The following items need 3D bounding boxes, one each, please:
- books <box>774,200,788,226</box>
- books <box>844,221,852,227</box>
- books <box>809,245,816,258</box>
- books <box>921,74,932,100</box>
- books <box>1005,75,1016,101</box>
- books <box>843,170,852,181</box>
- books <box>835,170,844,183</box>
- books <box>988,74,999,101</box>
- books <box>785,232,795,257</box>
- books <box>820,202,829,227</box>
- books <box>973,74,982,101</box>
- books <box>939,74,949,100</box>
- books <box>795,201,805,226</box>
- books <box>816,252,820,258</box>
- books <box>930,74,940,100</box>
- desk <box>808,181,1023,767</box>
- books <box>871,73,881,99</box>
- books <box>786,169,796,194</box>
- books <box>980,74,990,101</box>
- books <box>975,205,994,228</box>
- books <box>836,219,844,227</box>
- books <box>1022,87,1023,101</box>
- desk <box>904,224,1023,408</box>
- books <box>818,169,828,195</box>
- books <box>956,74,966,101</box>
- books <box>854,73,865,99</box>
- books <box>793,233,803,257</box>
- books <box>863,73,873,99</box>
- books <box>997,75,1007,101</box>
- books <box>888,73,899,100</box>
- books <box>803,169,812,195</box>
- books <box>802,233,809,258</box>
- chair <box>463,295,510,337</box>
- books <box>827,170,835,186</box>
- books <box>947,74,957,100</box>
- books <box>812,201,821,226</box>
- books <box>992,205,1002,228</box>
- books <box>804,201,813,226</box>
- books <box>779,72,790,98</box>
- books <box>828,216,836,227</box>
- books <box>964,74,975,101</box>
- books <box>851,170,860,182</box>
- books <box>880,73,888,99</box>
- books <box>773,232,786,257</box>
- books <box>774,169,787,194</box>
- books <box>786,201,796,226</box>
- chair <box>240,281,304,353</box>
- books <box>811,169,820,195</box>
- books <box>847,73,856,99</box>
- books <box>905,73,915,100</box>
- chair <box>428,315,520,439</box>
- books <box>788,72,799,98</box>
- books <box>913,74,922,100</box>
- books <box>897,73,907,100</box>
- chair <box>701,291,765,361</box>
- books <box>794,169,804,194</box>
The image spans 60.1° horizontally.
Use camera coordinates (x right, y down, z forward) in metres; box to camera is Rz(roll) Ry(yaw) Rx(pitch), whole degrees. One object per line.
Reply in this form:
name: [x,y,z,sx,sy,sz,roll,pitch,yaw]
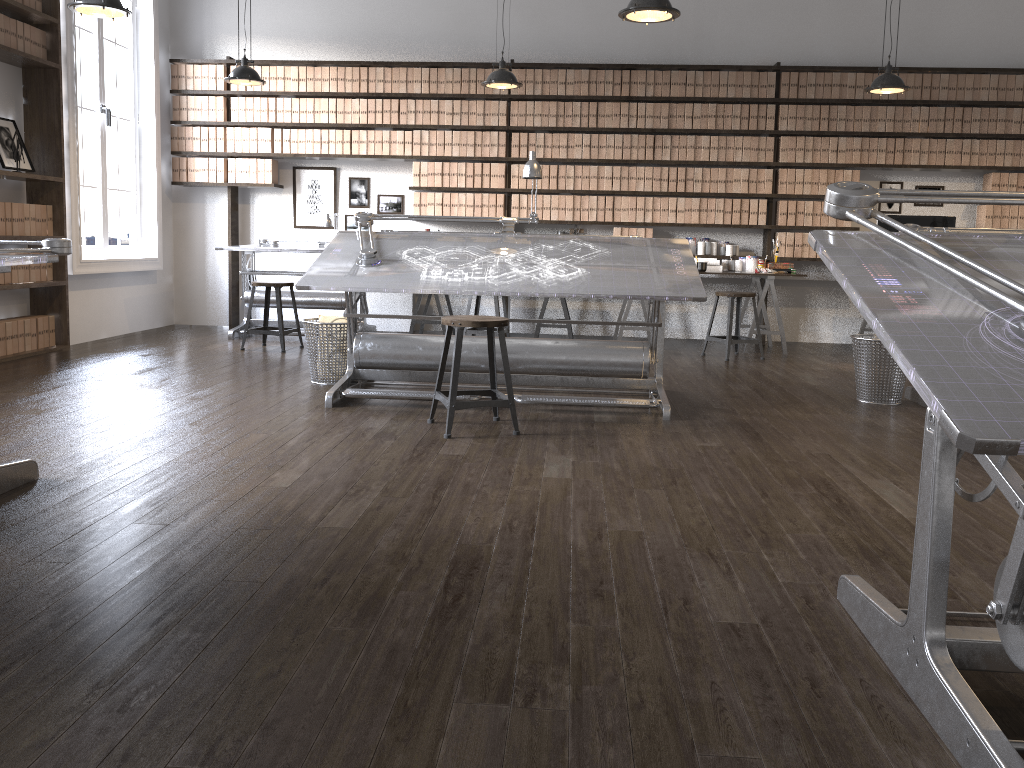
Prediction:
books: [2.389,-1.512,7.868,0.067,0.224,0.175,2,7,4]
books: [2.946,-1.492,7.828,0.067,0.224,0.175,2,7,4]
books: [2.656,-1.229,7.880,0.067,0.224,0.175,2,7,4]
books: [3.557,-2.557,7.668,0.067,0.224,0.175,2,7,4]
books: [4.254,-2.533,7.628,0.067,0.224,0.175,2,7,4]
books: [2.928,-1.764,7.799,0.067,0.224,0.175,2,7,4]
books: [2.858,-1.768,7.807,0.067,0.224,0.175,2,7,4]
books: [4.113,-2.537,7.631,0.067,0.224,0.175,2,7,4]
books: [2.455,-1.235,7.887,0.067,0.224,0.175,2,7,4]
books: [2.750,-1.499,7.844,0.067,0.224,0.175,2,7,4]
books: [3.979,-2.542,7.644,0.067,0.224,0.175,2,7,4]
books: [3.703,-2.551,7.659,0.067,0.224,0.175,2,7,4]
books: [2.538,-1.507,7.859,0.067,0.224,0.175,2,7,4]
books: [2.730,-1.225,7.869,0.067,0.224,0.175,2,7,4]
books: [3.633,-2.555,7.669,0.067,0.224,0.175,2,7,4]
desk: [1.675,-0.042,1.645,2.069,1.379,1.083,2,7,4]
books: [3.142,-2.572,7.702,0.067,0.224,0.175,2,7,4]
books: [2.448,-1.782,7.834,0.067,0.224,0.175,2,7,4]
books: [4.041,-2.540,7.638,0.067,0.224,0.175,2,7,4]
books: [4.130,-1.450,7.746,0.067,0.224,0.175,2,7,4]
books: [2.884,-1.495,7.833,0.067,0.224,0.175,2,7,4]
books: [4.395,-2.527,7.611,0.067,0.224,0.175,2,7,4]
desk: [3.206,-0.497,4.718,2.069,1.379,1.083,2,7,4]
books: [2.719,-1.772,7.811,0.067,0.224,0.175,2,7,4]
books: [3.845,-2.547,7.654,0.067,0.224,0.175,2,7,4]
books: [3.002,-2.576,7.706,0.067,0.224,0.175,2,7,4]
books: [2.527,-1.232,7.882,0.067,0.224,0.175,2,7,4]
books: [3.072,-2.574,7.705,0.067,0.224,0.175,2,7,4]
books: [4.184,-2.535,7.630,0.067,0.224,0.175,2,7,4]
books: [3.283,-2.566,7.686,0.067,0.224,0.175,2,7,4]
books: [2.590,-1.777,7.822,0.067,0.224,0.175,2,7,4]
books: [2.591,-1.231,7.882,0.067,0.224,0.175,2,7,4]
chair: [-0.206,-0.543,7.216,0.372,0.525,0.360,3,7,12]
books: [2.787,-1.770,7.812,0.067,0.224,0.175,2,7,4]
books: [3.774,-2.550,7.659,0.067,0.224,0.175,2,7,4]
books: [2.679,-1.502,7.848,0.067,0.224,0.175,2,7,4]
books: [4.201,-1.448,7.746,0.067,0.224,0.175,2,7,4]
books: [2.608,-1.504,7.849,0.067,0.224,0.175,2,7,4]
books: [2.372,-2.599,7.753,0.067,0.224,0.175,2,7,4]
books: [2.817,-1.496,7.833,0.067,0.224,0.175,2,7,4]
books: [3.912,-2.544,7.644,0.067,0.224,0.175,2,7,4]
books: [2.999,-1.763,7.798,0.067,0.224,0.175,2,7,4]
books: [3.211,-2.569,7.694,0.067,0.224,0.175,2,7,4]
books: [2.383,-1.238,7.895,0.067,0.224,0.175,2,7,4]
books: [2.379,-1.785,7.841,0.067,0.224,0.175,2,7,4]
books: [2.462,-1.509,7.858,0.067,0.224,0.175,2,7,4]
chair: [-1.846,-0.523,6.838,0.372,0.525,0.360,3,7,12]
books: [2.653,-1.775,7.820,0.067,0.224,0.175,2,7,4]
books: [2.930,-2.579,7.713,0.067,0.224,0.175,2,7,4]
books: [3.419,-2.562,7.681,0.067,0.224,0.175,2,7,4]
chair: [-0.175,-0.043,4.101,0.358,0.525,0.374,-1,8,-18]
books: [2.446,-2.596,7.743,0.067,0.224,0.175,2,7,4]
books: [3.484,-2.560,7.679,0.067,0.224,0.175,2,7,4]
books: [3.355,-2.563,7.681,0.067,0.224,0.175,2,7,4]
chair: [1.758,-0.463,7.015,0.372,0.525,0.360,-2,8,-23]
books: [2.518,-1.779,7.825,0.067,0.224,0.175,2,7,4]
